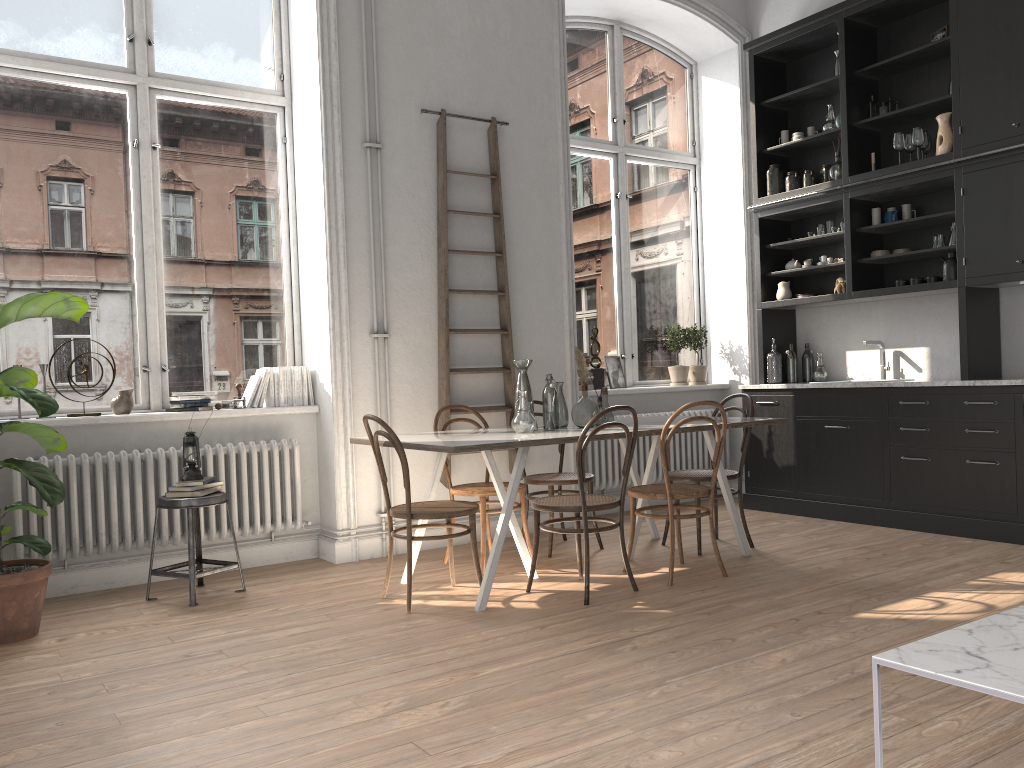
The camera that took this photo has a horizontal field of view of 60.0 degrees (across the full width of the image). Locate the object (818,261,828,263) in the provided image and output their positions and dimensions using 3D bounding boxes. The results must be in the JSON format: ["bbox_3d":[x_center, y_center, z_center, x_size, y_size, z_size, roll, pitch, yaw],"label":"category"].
[{"bbox_3d":[2.312,-0.896,6.565,0.085,0.016,0.085,-2,0,7],"label":"object"}]

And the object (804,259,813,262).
[{"bbox_3d":[2.233,-0.921,6.696,0.055,0.047,0.058,-2,1,-19],"label":"object"}]

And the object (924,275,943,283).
[{"bbox_3d":[2.758,-0.684,5.806,0.104,0.059,0.088,-2,1,-25],"label":"object"}]

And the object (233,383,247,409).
[{"bbox_3d":[-1.618,0.072,5.262,0.088,0.153,0.048,-2,1,26],"label":"object"}]

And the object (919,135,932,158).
[{"bbox_3d":[2.802,-1.569,6.006,0.083,0.221,0.083,-2,1,-2],"label":"object"}]

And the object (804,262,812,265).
[{"bbox_3d":[2.234,-0.902,6.696,0.056,0.033,0.058,-2,1,31],"label":"object"}]

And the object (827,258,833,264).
[{"bbox_3d":[2.329,-0.896,6.503,0.049,0.054,0.039,-2,1,-8],"label":"object"}]

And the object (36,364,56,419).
[{"bbox_3d":[-2.479,0.039,4.707,0.095,0.289,0.095,-2,1,-11],"label":"object"}]

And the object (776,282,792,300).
[{"bbox_3d":[2.090,-0.708,6.805,0.115,0.144,0.127,-2,1,35],"label":"object"}]

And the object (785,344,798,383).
[{"bbox_3d":[2.147,-0.159,6.813,0.086,0.301,0.086,-1,1,42],"label":"object"}]

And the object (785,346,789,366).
[{"bbox_3d":[2.182,-0.161,6.932,0.086,0.301,0.086,-2,1,-20],"label":"object"}]

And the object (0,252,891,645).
[{"bbox_3d":[-0.042,0.112,5.127,5.826,1.842,0.792,-2,1,-29],"label":"object"}]

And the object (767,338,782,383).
[{"bbox_3d":[2.011,-0.180,6.800,0.109,0.349,0.109,-2,1,37],"label":"object"}]

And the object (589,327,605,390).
[{"bbox_3d":[0.645,-0.200,6.856,0.122,0.488,0.102,-2,1,-9],"label":"object"}]

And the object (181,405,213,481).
[{"bbox_3d":[-1.665,0.308,4.665,0.154,0.383,0.163,-2,1,30],"label":"object"}]

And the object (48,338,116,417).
[{"bbox_3d":[-2.335,-0.035,4.828,0.347,0.425,0.087,-2,1,-1],"label":"object"}]

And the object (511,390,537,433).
[{"bbox_3d":[0.060,0.143,4.577,0.132,0.219,0.132,-3,1,-45],"label":"object"}]

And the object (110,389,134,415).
[{"bbox_3d":[-2.168,0.099,4.935,0.102,0.142,0.100,-2,1,31],"label":"object"}]

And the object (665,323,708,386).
[{"bbox_3d":[1.459,-0.251,7.407,0.500,0.524,0.234,-3,1,-45],"label":"object"}]

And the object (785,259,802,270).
[{"bbox_3d":[2.169,-0.915,6.843,0.125,0.100,0.140,-2,1,38],"label":"object"}]

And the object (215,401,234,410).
[{"bbox_3d":[-1.718,0.127,5.262,0.088,0.048,0.153,-2,0,6],"label":"object"}]

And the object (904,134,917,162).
[{"bbox_3d":[2.681,-1.564,5.961,0.083,0.221,0.083,-3,1,-42],"label":"object"}]

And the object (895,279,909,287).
[{"bbox_3d":[2.628,-0.680,5.975,0.104,0.059,0.088,-2,1,45],"label":"object"}]

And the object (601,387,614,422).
[{"bbox_3d":[0.539,0.125,5.133,0.101,0.212,0.101,-2,1,5],"label":"object"}]

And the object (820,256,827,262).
[{"bbox_3d":[2.310,-0.921,6.569,0.039,0.055,0.049,-2,1,-13],"label":"object"}]

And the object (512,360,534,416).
[{"bbox_3d":[0.063,0.059,4.870,0.116,0.383,0.116,-2,1,-23],"label":"object"}]

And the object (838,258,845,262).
[{"bbox_3d":[2.406,-0.902,6.479,0.048,0.041,0.058,-2,1,34],"label":"object"}]

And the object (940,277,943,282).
[{"bbox_3d":[2.837,-0.687,5.906,0.104,0.059,0.088,-2,1,20],"label":"object"}]

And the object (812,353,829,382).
[{"bbox_3d":[2.349,-0.127,6.764,0.132,0.219,0.120,-3,1,-34],"label":"object"}]

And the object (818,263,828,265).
[{"bbox_3d":[2.313,-0.883,6.564,0.085,0.015,0.085,-2,0,43],"label":"object"}]

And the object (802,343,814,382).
[{"bbox_3d":[2.294,-0.165,6.880,0.086,0.301,0.086,-2,1,12],"label":"object"}]

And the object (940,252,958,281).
[{"bbox_3d":[2.846,-0.753,5.712,0.124,0.192,0.129,-2,1,-6],"label":"object"}]

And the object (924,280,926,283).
[{"bbox_3d":[2.775,-0.686,5.992,0.088,0.059,0.104,-2,0,-5],"label":"object"}]

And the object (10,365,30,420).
[{"bbox_3d":[-2.608,0.044,4.689,0.095,0.289,0.095,-2,1,-2],"label":"object"}]

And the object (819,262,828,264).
[{"bbox_3d":[2.313,-0.889,6.563,0.085,0.016,0.085,-2,0,-2],"label":"object"}]

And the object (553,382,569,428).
[{"bbox_3d":[0.263,0.116,4.956,0.100,0.255,0.098,-2,1,33],"label":"object"}]

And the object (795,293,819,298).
[{"bbox_3d":[2.237,-0.658,6.714,0.180,0.037,0.180,-2,0,41],"label":"object"}]

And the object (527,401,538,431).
[{"bbox_3d":[0.096,0.172,4.755,0.083,0.158,0.083,-3,1,-38],"label":"object"}]

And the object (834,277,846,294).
[{"bbox_3d":[2.362,-0.705,6.371,0.069,0.123,0.173,-2,1,-2],"label":"object"}]

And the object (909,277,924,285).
[{"bbox_3d":[2.685,-0.681,5.878,0.104,0.059,0.088,-2,1,35],"label":"object"}]

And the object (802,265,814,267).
[{"bbox_3d":[2.234,-0.888,6.698,0.085,0.017,0.085,-2,0,-38],"label":"object"}]

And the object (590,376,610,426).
[{"bbox_3d":[0.497,0.092,5.014,0.106,0.283,0.107,-3,1,-39],"label":"object"}]

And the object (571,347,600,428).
[{"bbox_3d":[0.397,0.016,4.853,0.156,0.446,0.157,-2,1,-16],"label":"object"}]

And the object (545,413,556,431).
[{"bbox_3d":[0.201,0.200,4.711,0.058,0.094,0.058,-2,1,-6],"label":"object"}]

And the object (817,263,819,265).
[{"bbox_3d":[2.317,-0.892,6.653,0.055,0.033,0.058,-2,0,-17],"label":"object"}]

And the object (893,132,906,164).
[{"bbox_3d":[2.586,-1.560,5.917,0.083,0.221,0.083,-2,1,-2],"label":"object"}]

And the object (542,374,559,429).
[{"bbox_3d":[0.209,0.095,4.832,0.086,0.301,0.086,-1,1,42],"label":"object"}]
